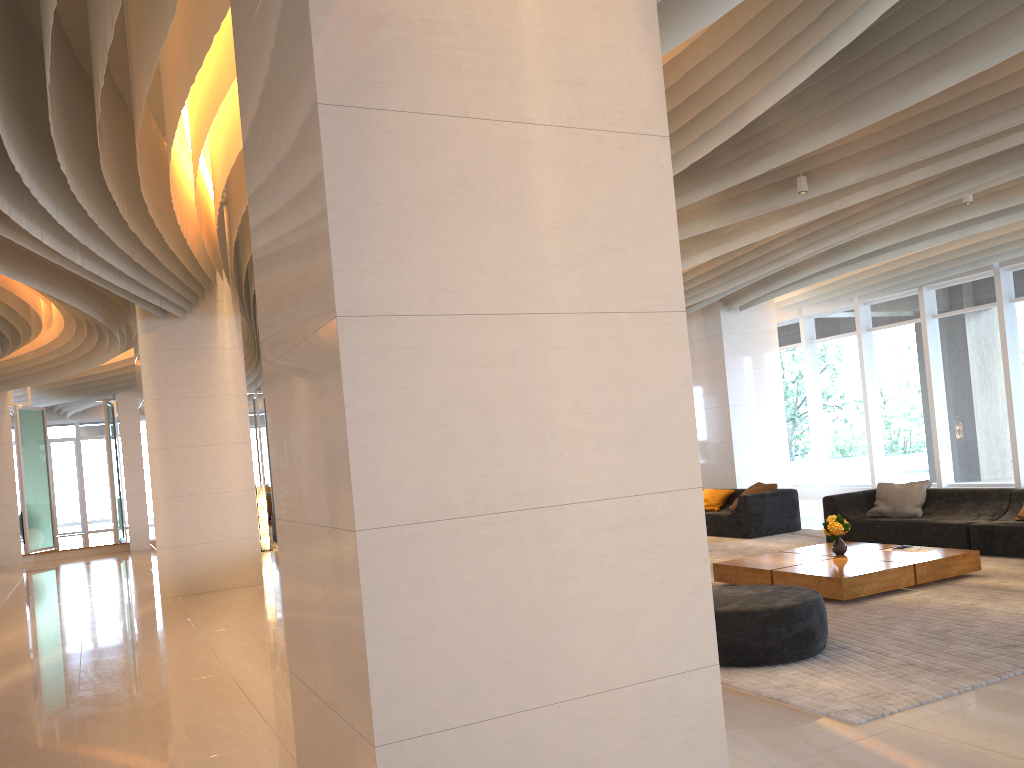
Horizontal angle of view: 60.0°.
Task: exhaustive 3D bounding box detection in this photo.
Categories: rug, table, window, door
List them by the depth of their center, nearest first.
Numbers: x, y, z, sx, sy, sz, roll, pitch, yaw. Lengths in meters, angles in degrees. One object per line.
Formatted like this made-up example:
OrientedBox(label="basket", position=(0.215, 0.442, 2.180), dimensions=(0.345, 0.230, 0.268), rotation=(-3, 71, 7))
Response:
OrientedBox(label="table", position=(2.936, 1.653, 7.905), dimensions=(1.620, 0.219, 1.585), rotation=(-3, -5, -26))
OrientedBox(label="rug", position=(0.692, 2.333, 12.655), dimensions=(5.579, 0.022, 16.059), rotation=(-3, -5, -26))
OrientedBox(label="window", position=(3.486, 0.512, 16.418), dimensions=(53.807, 3.215, 22.466), rotation=(-8, -5, 29))
OrientedBox(label="door", position=(-13.342, 3.028, 25.713), dimensions=(1.476, 2.767, 0.059), rotation=(-4, -1, -27))

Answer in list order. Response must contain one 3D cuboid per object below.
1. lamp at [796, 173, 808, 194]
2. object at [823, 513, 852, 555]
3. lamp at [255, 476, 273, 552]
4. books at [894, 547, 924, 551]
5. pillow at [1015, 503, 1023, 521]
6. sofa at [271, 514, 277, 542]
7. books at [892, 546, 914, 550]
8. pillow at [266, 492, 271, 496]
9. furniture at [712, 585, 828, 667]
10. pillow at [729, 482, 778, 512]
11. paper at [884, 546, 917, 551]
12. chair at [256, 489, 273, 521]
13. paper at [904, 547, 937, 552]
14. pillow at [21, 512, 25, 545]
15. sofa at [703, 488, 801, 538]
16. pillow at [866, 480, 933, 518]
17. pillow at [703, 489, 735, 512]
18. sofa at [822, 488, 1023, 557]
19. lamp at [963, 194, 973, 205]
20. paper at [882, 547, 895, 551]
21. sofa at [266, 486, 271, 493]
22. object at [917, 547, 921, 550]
OrientedBox(label="lamp", position=(2.535, -2.459, 7.942), dimensions=(0.088, 1.504, 0.090), rotation=(-6, -1, 19))
OrientedBox(label="object", position=(2.949, 1.363, 8.054), dimensions=(0.269, 0.376, 0.234), rotation=(-4, -2, -24))
OrientedBox(label="lamp", position=(-4.693, 2.411, 16.642), dimensions=(0.253, 1.449, 0.247), rotation=(-5, -1, -26))
OrientedBox(label="books", position=(3.574, 1.483, 7.971), dimensions=(0.184, 0.011, 0.209), rotation=(-1, -6, -45))
OrientedBox(label="pillow", position=(5.138, 1.143, 8.469), dimensions=(0.374, 0.373, 0.570), rotation=(-4, -4, -27))
OrientedBox(label="sofa", position=(-2.704, 2.637, 16.922), dimensions=(2.859, 0.652, 5.038), rotation=(-3, -5, -26))
OrientedBox(label="books", position=(3.543, 1.487, 8.045), dimensions=(0.184, 0.011, 0.110), rotation=(-2, -5, -36))
OrientedBox(label="pillow", position=(-6.469, 3.012, 23.647), dimensions=(0.479, 0.454, 0.612), rotation=(-3, -4, -45))
OrientedBox(label="furniture", position=(1.532, 1.547, 5.749), dimensions=(0.991, 0.363, 0.978), rotation=(-4, -4, -17))
OrientedBox(label="pillow", position=(3.341, 1.572, 12.310), dimensions=(0.548, 0.377, 0.638), rotation=(-5, -3, -4))
OrientedBox(label="paper", position=(3.529, 1.498, 8.058), dimensions=(0.260, 0.001, 0.183), rotation=(-2, -5, -34))
OrientedBox(label="chair", position=(-6.565, 3.166, 23.952), dimensions=(1.146, 1.004, 1.507), rotation=(-4, -3, -18))
OrientedBox(label="paper", position=(3.643, 1.475, 7.891), dimensions=(0.260, 0.001, 0.183), rotation=(-2, -6, -39))
OrientedBox(label="pillow", position=(-11.686, 3.343, 20.058), dimensions=(1.537, 1.004, 1.124), rotation=(-3, -3, -29))
OrientedBox(label="sofa", position=(2.464, 1.934, 13.473), dimensions=(1.368, 0.581, 4.101), rotation=(-3, -5, -27))
OrientedBox(label="pillow", position=(4.397, 1.306, 10.085), dimensions=(0.630, 0.377, 0.556), rotation=(-8, -4, 42))
OrientedBox(label="pillow", position=(2.914, 1.745, 13.030), dimensions=(0.455, 0.393, 0.631), rotation=(-4, -4, -27))
OrientedBox(label="sofa", position=(4.884, 1.350, 8.699), dimensions=(1.350, 0.581, 4.153), rotation=(-4, -4, -19))
OrientedBox(label="lamp", position=(4.523, -2.567, 8.938), dimensions=(0.088, 1.504, 0.090), rotation=(-6, -1, 19))
OrientedBox(label="paper", position=(3.524, 1.499, 8.060), dimensions=(0.267, 0.001, 0.194), rotation=(-2, -5, -35))
OrientedBox(label="sofa", position=(-6.469, 3.377, 26.164), dimensions=(2.600, 0.899, 1.096), rotation=(-2, -4, -37))
OrientedBox(label="object", position=(3.610, 1.474, 7.934), dimensions=(0.184, 0.014, 0.104), rotation=(-1, -6, -45))
